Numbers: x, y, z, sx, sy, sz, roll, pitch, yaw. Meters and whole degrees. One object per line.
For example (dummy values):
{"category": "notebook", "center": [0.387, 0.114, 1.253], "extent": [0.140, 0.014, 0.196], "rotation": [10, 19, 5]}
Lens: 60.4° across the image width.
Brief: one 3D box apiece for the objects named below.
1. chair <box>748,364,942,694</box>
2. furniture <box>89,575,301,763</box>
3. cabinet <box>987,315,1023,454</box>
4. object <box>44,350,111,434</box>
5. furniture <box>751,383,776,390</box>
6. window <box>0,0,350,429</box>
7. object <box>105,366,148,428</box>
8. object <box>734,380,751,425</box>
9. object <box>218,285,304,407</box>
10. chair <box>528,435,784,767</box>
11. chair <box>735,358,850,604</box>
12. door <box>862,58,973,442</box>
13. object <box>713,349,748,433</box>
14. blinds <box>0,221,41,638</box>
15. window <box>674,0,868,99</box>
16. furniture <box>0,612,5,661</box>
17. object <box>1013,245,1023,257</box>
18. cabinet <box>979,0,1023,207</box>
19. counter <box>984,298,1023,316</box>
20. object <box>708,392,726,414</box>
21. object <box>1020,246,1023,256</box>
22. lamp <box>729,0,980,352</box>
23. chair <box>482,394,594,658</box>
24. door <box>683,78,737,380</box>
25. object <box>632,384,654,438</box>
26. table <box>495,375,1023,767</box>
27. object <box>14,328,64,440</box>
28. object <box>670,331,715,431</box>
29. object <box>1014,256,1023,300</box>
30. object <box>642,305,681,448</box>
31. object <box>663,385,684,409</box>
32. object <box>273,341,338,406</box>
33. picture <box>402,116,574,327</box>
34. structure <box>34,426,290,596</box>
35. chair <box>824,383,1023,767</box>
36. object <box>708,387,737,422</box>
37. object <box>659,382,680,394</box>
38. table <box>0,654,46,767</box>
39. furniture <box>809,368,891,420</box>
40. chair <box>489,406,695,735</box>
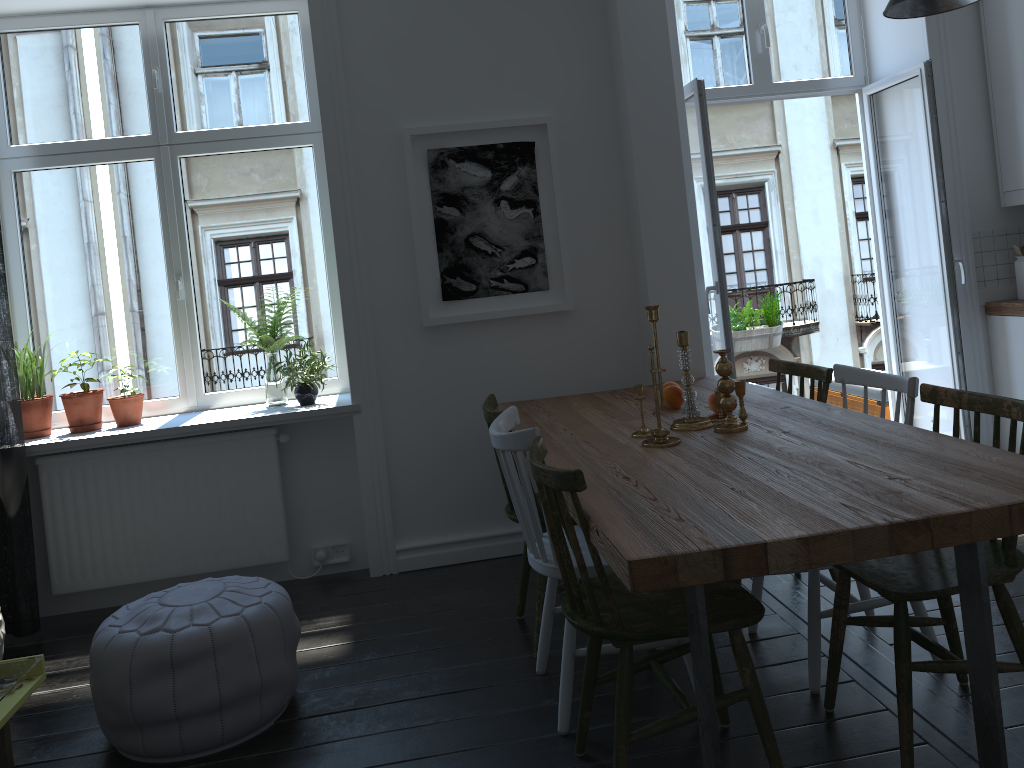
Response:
{"category": "chair", "center": [1.013, 0.393, 2.719], "extent": [0.510, 0.841, 0.467], "rotation": [-6, 2, -7]}
{"category": "furniture", "center": [-0.966, 0.851, 2.731], "extent": [0.617, 0.418, 0.611], "rotation": [-7, 5, -13]}
{"category": "cabinet", "center": [2.714, 0.211, 2.793], "extent": [0.729, 0.810, 3.205], "rotation": [-6, 6, 1]}
{"category": "object", "center": [-1.957, 0.026, 4.012], "extent": [0.258, 0.369, 0.235], "rotation": [-6, 2, 5]}
{"category": "furniture", "center": [1.366, 0.230, 5.701], "extent": [0.601, 0.374, 0.402], "rotation": [-7, 4, -7]}
{"category": "window", "center": [-1.653, -0.851, 4.271], "extent": [1.571, 1.985, 0.107], "rotation": [-7, 0, -7]}
{"category": "object", "center": [-1.750, 0.050, 4.019], "extent": [0.196, 0.277, 0.176], "rotation": [-8, 3, -40]}
{"category": "object", "center": [0.723, 0.059, 2.774], "extent": [0.049, 0.139, 0.049], "rotation": [-6, 1, -7]}
{"category": "object", "center": [-1.127, -0.178, 4.145], "extent": [0.331, 0.565, 0.391], "rotation": [-8, 3, -43]}
{"category": "chair", "center": [0.326, 0.547, 2.134], "extent": [0.486, 0.826, 0.468], "rotation": [-7, 2, -9]}
{"category": "chair", "center": [0.915, 0.355, 3.191], "extent": [0.486, 0.826, 0.468], "rotation": [-7, 2, -9]}
{"category": "door", "center": [2.047, -0.567, 4.467], "extent": [0.105, 2.024, 0.585], "rotation": [-6, 1, -13]}
{"category": "object", "center": [0.659, 0.020, 2.700], "extent": [0.100, 0.247, 0.101], "rotation": [-6, 1, 17]}
{"category": "blinds", "center": [-2.476, -0.412, 3.540], "extent": [0.806, 2.970, 0.112], "rotation": [-6, 0, -9]}
{"category": "window", "center": [1.306, -1.868, 4.670], "extent": [1.182, 0.657, 0.105], "rotation": [-7, 0, -7]}
{"category": "furniture", "center": [-2.141, 0.935, 3.033], "extent": [0.680, 0.381, 0.682], "rotation": [-7, 5, -7]}
{"category": "object", "center": [2.475, -0.546, 4.249], "extent": [0.150, 0.262, 0.054], "rotation": [-7, 1, -32]}
{"category": "cabinet", "center": [2.644, -0.525, 2.473], "extent": [0.780, 2.362, 3.811], "rotation": [-6, 5, -3]}
{"category": "counter", "center": [2.609, -0.213, 2.792], "extent": [0.847, 0.073, 3.115], "rotation": [-7, 7, -7]}
{"category": "object", "center": [0.712, 0.062, 2.999], "extent": [0.084, 0.084, 0.090], "rotation": [-6, 4, 5]}
{"category": "object", "center": [2.499, -0.544, 4.245], "extent": [0.060, 0.251, 0.118], "rotation": [-6, 1, 23]}
{"category": "lamp", "center": [1.605, -1.334, 4.621], "extent": [0.493, 2.504, 2.711], "rotation": [-6, 4, -7]}
{"category": "chair", "center": [0.181, 0.447, 3.096], "extent": [0.486, 0.826, 0.468], "rotation": [-7, 2, -9]}
{"category": "door", "center": [0.932, -0.428, 4.319], "extent": [0.105, 2.024, 0.586], "rotation": [-6, 1, -1]}
{"category": "object", "center": [0.406, 0.083, 2.754], "extent": [0.079, 0.160, 0.081], "rotation": [-5, 2, 40]}
{"category": "table", "center": [0.605, 0.495, 2.762], "extent": [1.019, 0.713, 2.238], "rotation": [-7, 6, -7]}
{"category": "object", "center": [-2.170, -0.013, 3.990], "extent": [0.302, 0.498, 0.333], "rotation": [-7, 2, -24]}
{"category": "object", "center": [0.562, -0.015, 2.820], "extent": [0.140, 0.310, 0.141], "rotation": [-5, 2, 35]}
{"category": "object", "center": [2.511, -0.515, 4.214], "extent": [0.174, 0.208, 0.174], "rotation": [-6, 3, -3]}
{"category": "object", "center": [0.420, -0.024, 2.604], "extent": [0.112, 0.410, 0.114], "rotation": [-6, 1, 45]}
{"category": "object", "center": [0.588, 0.048, 3.207], "extent": [0.090, 0.088, 0.084], "rotation": [-5, 4, 19]}
{"category": "object", "center": [-0.948, -0.051, 4.053], "extent": [0.284, 0.294, 0.287], "rotation": [-6, 3, -3]}
{"category": "picture", "center": [-0.109, -0.743, 4.005], "extent": [0.689, 0.887, 0.083], "rotation": [-7, 0, -7]}
{"category": "structure", "center": [-1.487, 0.559, 3.854], "extent": [1.066, 0.628, 0.073], "rotation": [-7, 0, -7]}
{"category": "chair", "center": [1.061, 0.455, 2.229], "extent": [0.486, 0.826, 0.468], "rotation": [-7, 2, -9]}
{"category": "object", "center": [0.682, 0.061, 2.895], "extent": [0.102, 0.114, 0.102], "rotation": [-7, 3, -21]}
{"category": "object", "center": [0.595, 0.036, 3.290], "extent": [0.084, 0.090, 0.088], "rotation": [-7, 4, -17]}
{"category": "table", "center": [-1.411, 1.018, 1.577], "extent": [0.601, 0.398, 1.408], "rotation": [-7, 6, -7]}
{"category": "furniture", "center": [2.296, 0.143, 5.578], "extent": [0.401, 0.373, 0.925], "rotation": [-7, 6, -7]}
{"category": "chair", "center": [0.227, 0.492, 2.606], "extent": [0.510, 0.841, 0.467], "rotation": [-6, 2, -7]}
